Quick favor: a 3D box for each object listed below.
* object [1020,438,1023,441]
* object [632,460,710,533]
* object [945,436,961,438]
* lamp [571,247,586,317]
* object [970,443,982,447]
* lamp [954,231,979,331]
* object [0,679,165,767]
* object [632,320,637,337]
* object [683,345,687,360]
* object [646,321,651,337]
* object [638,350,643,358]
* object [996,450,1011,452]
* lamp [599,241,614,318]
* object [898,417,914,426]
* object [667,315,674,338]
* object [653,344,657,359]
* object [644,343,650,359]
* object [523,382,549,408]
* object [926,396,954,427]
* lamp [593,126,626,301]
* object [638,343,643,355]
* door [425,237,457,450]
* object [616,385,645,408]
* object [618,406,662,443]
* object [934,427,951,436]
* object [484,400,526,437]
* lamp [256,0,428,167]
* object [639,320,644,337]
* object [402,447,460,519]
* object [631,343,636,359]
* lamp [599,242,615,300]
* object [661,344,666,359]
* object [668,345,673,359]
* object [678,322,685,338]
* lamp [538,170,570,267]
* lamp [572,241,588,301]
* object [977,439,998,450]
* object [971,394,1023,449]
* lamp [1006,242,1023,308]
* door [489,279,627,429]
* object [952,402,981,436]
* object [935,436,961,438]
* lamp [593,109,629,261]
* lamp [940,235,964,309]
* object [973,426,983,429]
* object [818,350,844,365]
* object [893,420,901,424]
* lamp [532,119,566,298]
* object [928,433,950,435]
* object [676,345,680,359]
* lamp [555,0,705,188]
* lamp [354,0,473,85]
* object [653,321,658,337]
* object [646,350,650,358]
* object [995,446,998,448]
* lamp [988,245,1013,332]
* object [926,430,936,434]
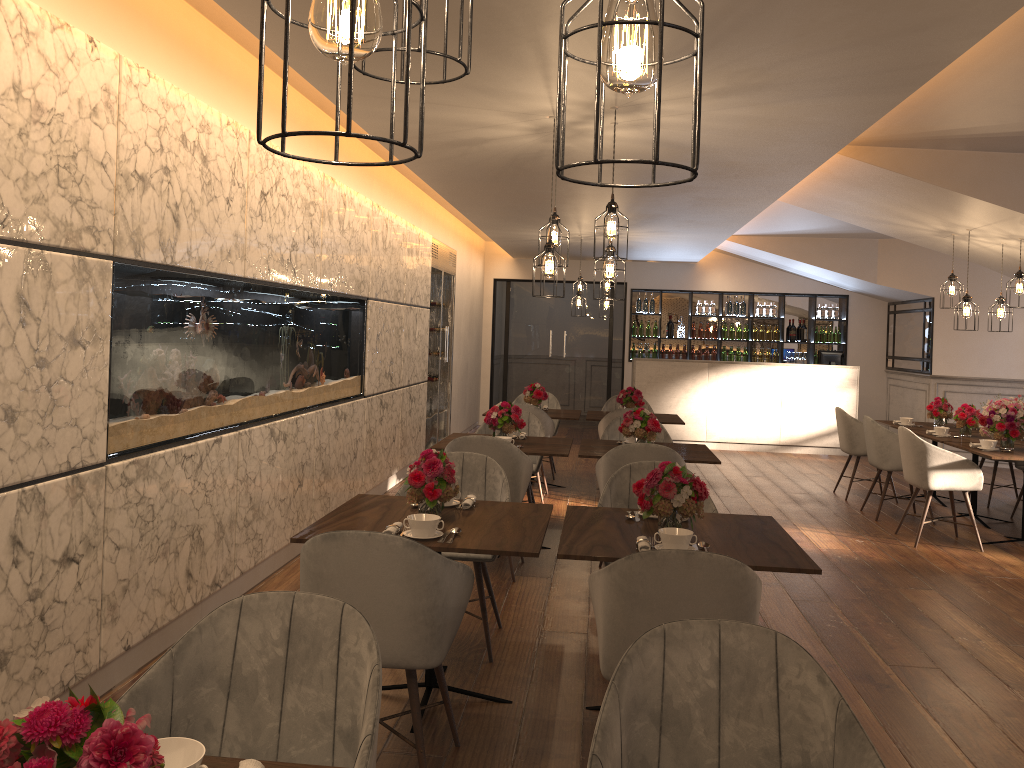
[{"bbox_3d":[4.307,0.458,7.504,0.175,0.039,0.056,2,2,6],"label":"object"},{"bbox_3d":[0.614,0.434,3.448,0.305,0.301,0.234,1,1,-16],"label":"object"},{"bbox_3d":[3.717,0.448,7.530,0.197,0.015,0.043,2,3,2],"label":"object"},{"bbox_3d":[0.816,-1.828,10.406,0.175,2.071,0.175,2,0,7],"label":"lamp"},{"bbox_3d":[3.625,0.474,6.830,0.175,0.039,0.056,2,2,6],"label":"object"},{"bbox_3d":[3.847,-1.484,7.434,0.175,2.071,0.175,2,0,7],"label":"lamp"},{"bbox_3d":[-0.582,0.529,1.111,0.305,0.301,0.234,3,2,28],"label":"object"},{"bbox_3d":[1.925,-0.877,13.915,0.065,0.261,0.066,2,0,-16],"label":"object"},{"bbox_3d":[2.704,-0.482,13.833,0.065,0.261,0.066,2,0,-16],"label":"object"},{"bbox_3d":[2.145,-0.868,13.893,0.065,0.261,0.066,2,0,-16],"label":"object"},{"bbox_3d":[2.022,-0.510,13.904,0.065,0.261,0.066,2,0,-16],"label":"object"},{"bbox_3d":[3.621,0.499,6.602,0.197,0.015,0.043,2,3,2],"label":"object"},{"bbox_3d":[1.152,-1.822,10.498,0.175,2.071,0.175,2,0,7],"label":"lamp"},{"bbox_3d":[3.802,0.364,8.535,0.148,0.072,0.148,0,4,-42],"label":"object"},{"bbox_3d":[2.483,-0.903,13.861,0.104,0.359,0.104,2,0,-22],"label":"object"},{"bbox_3d":[2.242,-0.501,13.881,0.065,0.261,0.066,2,0,-16],"label":"object"},{"bbox_3d":[1.851,-0.456,12.168,0.065,0.208,0.146,2,1,-3],"label":"object"},{"bbox_3d":[0.239,0.121,8.610,0.234,0.301,0.305,2,2,-19],"label":"object"},{"bbox_3d":[4.111,0.257,8.520,0.305,0.301,0.234,1,2,-37],"label":"object"},{"bbox_3d":[0.568,-1.497,4.874,0.175,2.071,0.175,2,0,7],"label":"lamp"},{"bbox_3d":[1.766,-0.460,12.173,0.065,0.208,0.065,2,0,-3],"label":"object"},{"bbox_3d":[-0.834,-0.424,10.491,0.134,2.468,1.858,2,1,6],"label":"door"},{"bbox_3d":[1.129,0.158,8.525,0.234,0.301,0.305,1,2,-37],"label":"object"},{"bbox_3d":[0.881,0.295,6.011,0.305,0.301,0.234,3,2,38],"label":"object"},{"bbox_3d":[3.710,0.412,7.644,0.148,0.072,0.148,0,4,-42],"label":"object"},{"bbox_3d":[-0.061,0.254,6.137,0.305,0.301,0.234,3,2,28],"label":"object"},{"bbox_3d":[-0.159,-1.298,1.009,0.175,2.071,0.175,2,0,7],"label":"lamp"},{"bbox_3d":[2.035,-0.872,13.904,0.065,0.261,0.066,2,0,-16],"label":"object"},{"bbox_3d":[-0.329,0.395,3.576,0.234,0.301,0.305,2,2,8],"label":"object"},{"bbox_3d":[1.913,-0.514,13.915,0.065,0.261,0.066,2,0,-16],"label":"object"},{"bbox_3d":[1.125,-1.998,10.171,0.175,2.071,0.175,2,0,7],"label":"lamp"},{"bbox_3d":[2.375,-0.496,13.867,0.065,0.261,0.066,2,0,-16],"label":"object"},{"bbox_3d":[2.485,-0.491,13.856,0.065,0.261,0.066,2,0,-16],"label":"object"},{"bbox_3d":[2.646,-0.856,13.838,0.108,0.281,0.108,2,1,-38],"label":"object"},{"bbox_3d":[0.273,-1.715,5.108,0.175,2.071,0.175,2,0,7],"label":"lamp"},{"bbox_3d":[0.856,-2.039,10.733,0.175,2.071,0.175,2,0,7],"label":"lamp"},{"bbox_3d":[3.614,0.463,6.717,0.148,0.072,0.148,0,4,-42],"label":"object"},{"bbox_3d":[3.821,0.286,6.823,0.419,0.425,0.406,2,2,-6],"label":"object"},{"bbox_3d":[4.156,-1.654,7.199,0.175,2.071,0.175,2,0,7],"label":"lamp"},{"bbox_3d":[0.729,-0.472,14.083,2.106,2.334,0.273,2,0,6],"label":"door"},{"bbox_3d":[3.955,0.301,7.715,0.234,0.301,0.305,3,2,25],"label":"object"},{"bbox_3d":[3.727,0.452,7.564,0.211,0.004,0.022,2,3,6],"label":"object"},{"bbox_3d":[0.541,-1.673,4.547,0.175,2.071,0.175,2,0,7],"label":"lamp"},{"bbox_3d":[3.887,-1.695,7.761,0.175,2.071,0.175,2,0,7],"label":"lamp"},{"bbox_3d":[4.399,0.409,8.395,0.175,0.039,0.056,2,2,6],"label":"object"},{"bbox_3d":[4.359,-0.292,12.066,0.408,0.329,0.130,1,1,-17],"label":"object"},{"bbox_3d":[3.813,0.375,8.649,0.175,0.039,0.056,2,2,6],"label":"object"},{"bbox_3d":[0.232,-1.504,4.781,0.175,2.071,0.175,2,0,7],"label":"lamp"},{"bbox_3d":[3.727,0.432,7.722,0.192,0.024,0.025,2,2,6],"label":"object"},{"bbox_3d":[2.595,-0.487,13.844,0.065,0.261,0.066,2,0,-16],"label":"object"},{"bbox_3d":[0.177,-1.292,1.101,0.175,2.071,0.175,2,0,7],"label":"lamp"},{"bbox_3d":[-0.118,-1.510,1.336,0.175,2.071,0.175,2,0,7],"label":"lamp"},{"bbox_3d":[2.255,-0.863,13.881,0.065,0.261,0.066,2,0,-16],"label":"object"},{"bbox_3d":[2.132,-0.505,13.892,0.065,0.261,0.066,2,0,-16],"label":"object"},{"bbox_3d":[3.631,0.483,6.795,0.192,0.024,0.025,2,2,6],"label":"object"},{"bbox_3d":[4.183,-1.478,7.526,0.175,2.071,0.175,2,0,7],"label":"lamp"},{"bbox_3d":[3.721,0.423,7.758,0.175,0.039,0.056,2,2,6],"label":"object"}]
